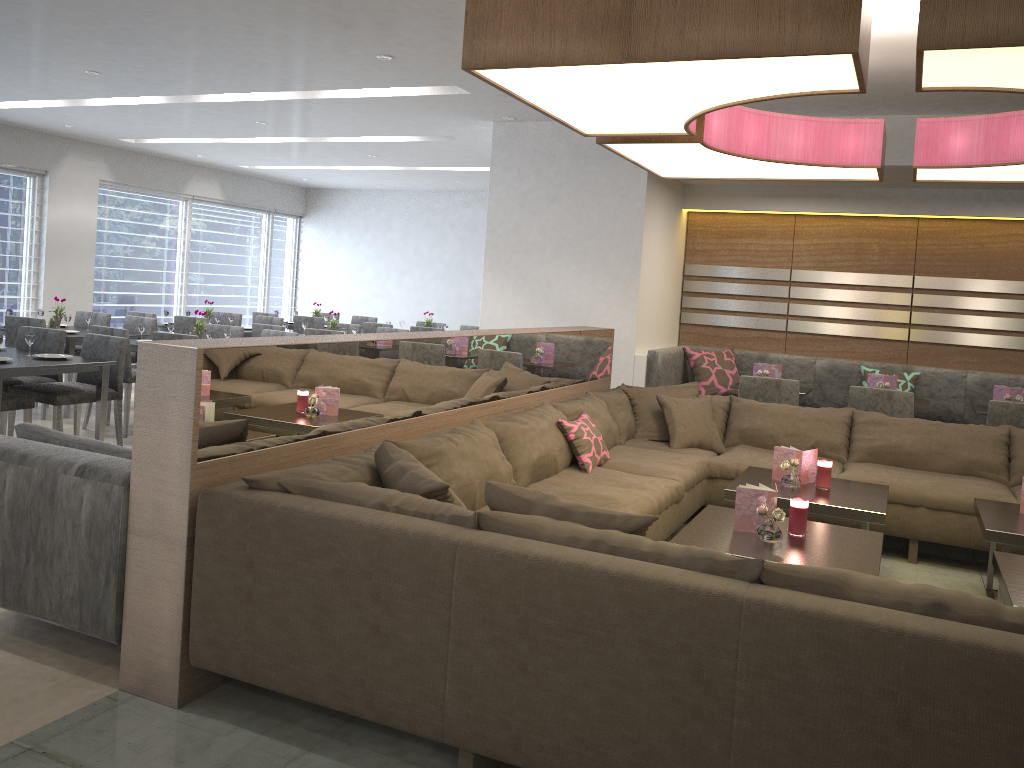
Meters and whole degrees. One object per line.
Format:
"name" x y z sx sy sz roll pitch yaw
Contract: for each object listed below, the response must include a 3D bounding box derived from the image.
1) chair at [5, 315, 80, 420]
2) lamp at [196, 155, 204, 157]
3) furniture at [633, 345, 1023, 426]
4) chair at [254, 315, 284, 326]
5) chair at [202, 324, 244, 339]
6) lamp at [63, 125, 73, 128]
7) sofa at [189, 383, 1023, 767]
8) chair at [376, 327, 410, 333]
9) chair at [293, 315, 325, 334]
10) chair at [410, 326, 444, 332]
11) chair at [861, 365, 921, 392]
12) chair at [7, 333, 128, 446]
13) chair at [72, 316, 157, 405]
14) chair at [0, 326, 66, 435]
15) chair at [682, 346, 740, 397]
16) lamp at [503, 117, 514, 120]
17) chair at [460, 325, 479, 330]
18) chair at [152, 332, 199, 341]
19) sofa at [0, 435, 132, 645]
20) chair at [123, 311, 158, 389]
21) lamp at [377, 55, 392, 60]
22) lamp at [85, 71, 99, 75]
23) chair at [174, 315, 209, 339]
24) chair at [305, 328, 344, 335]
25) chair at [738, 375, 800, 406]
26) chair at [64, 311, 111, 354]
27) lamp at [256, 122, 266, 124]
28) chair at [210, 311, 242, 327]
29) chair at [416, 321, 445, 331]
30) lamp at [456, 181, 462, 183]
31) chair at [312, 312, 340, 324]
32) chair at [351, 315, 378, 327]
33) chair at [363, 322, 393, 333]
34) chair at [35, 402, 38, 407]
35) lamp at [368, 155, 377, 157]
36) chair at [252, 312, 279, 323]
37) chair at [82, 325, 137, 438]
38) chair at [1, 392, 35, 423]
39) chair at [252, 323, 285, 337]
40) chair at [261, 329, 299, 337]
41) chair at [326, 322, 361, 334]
"chair" -3.657 -0.149 6.948 0.478 0.760 0.493 5 3 19
"lamp" -3.572 -2.609 10.113 0.089 0.007 0.089 2 7 -21
"furniture" 3.078 0.533 4.442 5.662 0.850 4.266 7 7 24
"chair" -2.679 -0.316 9.105 0.478 0.760 0.492 6 3 29
"chair" -2.490 -0.092 7.155 0.478 0.760 0.493 5 3 19
"lamp" -4.280 -2.487 8.535 0.089 0.007 0.089 2 7 -21
"sofa" 1.321 0.607 3.500 3.187 0.673 3.774 7 7 24
"chair" -1.297 -0.155 8.485 0.478 0.760 0.492 6 3 29
"chair" -2.228 -0.397 10.133 0.478 0.760 0.493 5 3 19
"chair" -0.847 -0.236 9.514 0.478 0.760 0.493 5 3 19
"chair" 2.814 0.080 6.618 0.428 0.394 0.219 6 3 25
"chair" -2.690 0.087 5.380 0.478 0.760 0.492 6 3 29
"chair" -3.379 -0.194 7.544 0.478 0.760 0.492 6 3 29
"chair" -3.183 0.028 5.610 0.478 0.760 0.493 5 3 19
"chair" 1.610 -0.073 6.985 0.490 0.426 0.297 2 4 -23
"lamp" -0.027 -1.991 6.626 0.089 0.007 0.089 2 7 -21
"chair" -0.569 -0.281 10.110 0.478 0.760 0.492 6 3 29
"chair" -2.276 0.012 6.329 0.478 0.760 0.493 5 3 19
"sofa" -0.716 0.393 4.420 0.838 0.625 3.807 6 6 24
"chair" -3.460 -0.322 8.671 0.478 0.760 0.492 6 3 29
"lamp" -0.730 -1.869 5.058 0.089 0.007 0.089 2 7 -21
"lamp" -2.857 -2.117 6.012 0.089 0.007 0.089 2 7 -21
"chair" -2.957 -0.270 8.509 0.478 0.760 0.493 5 3 19
"chair" -1.576 -0.109 7.889 0.478 0.760 0.493 5 3 19
"chair" 1.722 0.319 6.006 0.478 0.760 0.493 5 3 16
"chair" -3.871 -0.253 7.774 0.478 0.760 0.493 5 3 19
"lamp" -2.153 -2.239 7.580 0.089 0.007 0.089 2 7 -21
"chair" -3.172 -0.374 9.335 0.478 0.760 0.493 5 3 19
"chair" -1.061 -0.340 10.340 0.478 0.760 0.493 5 3 19
"lamp" -0.652 -2.499 10.927 0.089 0.007 0.089 2 7 -21
"chair" -2.443 -0.501 10.959 0.478 0.760 0.493 5 3 19
"chair" -1.950 -0.442 10.729 0.478 0.760 0.492 6 3 29
"chair" -1.350 -0.287 9.676 0.478 0.760 0.492 6 3 29
"chair" -4.160 -0.201 7.111 0.478 0.760 0.492 6 3 29
"lamp" -1.445 -2.362 9.159 0.089 0.007 0.089 2 7 -21
"chair" -2.731 -0.448 10.296 0.478 0.760 0.492 6 3 29
"chair" -2.779 -0.040 6.491 0.478 0.760 0.492 6 3 29
"chair" -2.968 0.132 4.784 0.478 0.760 0.493 5 3 19
"chair" -2.079 -0.161 8.052 0.478 0.760 0.492 6 3 29
"chair" -1.997 -0.033 6.925 0.478 0.760 0.492 6 3 29
"chair" -1.790 -0.213 8.715 0.478 0.760 0.493 5 3 19
